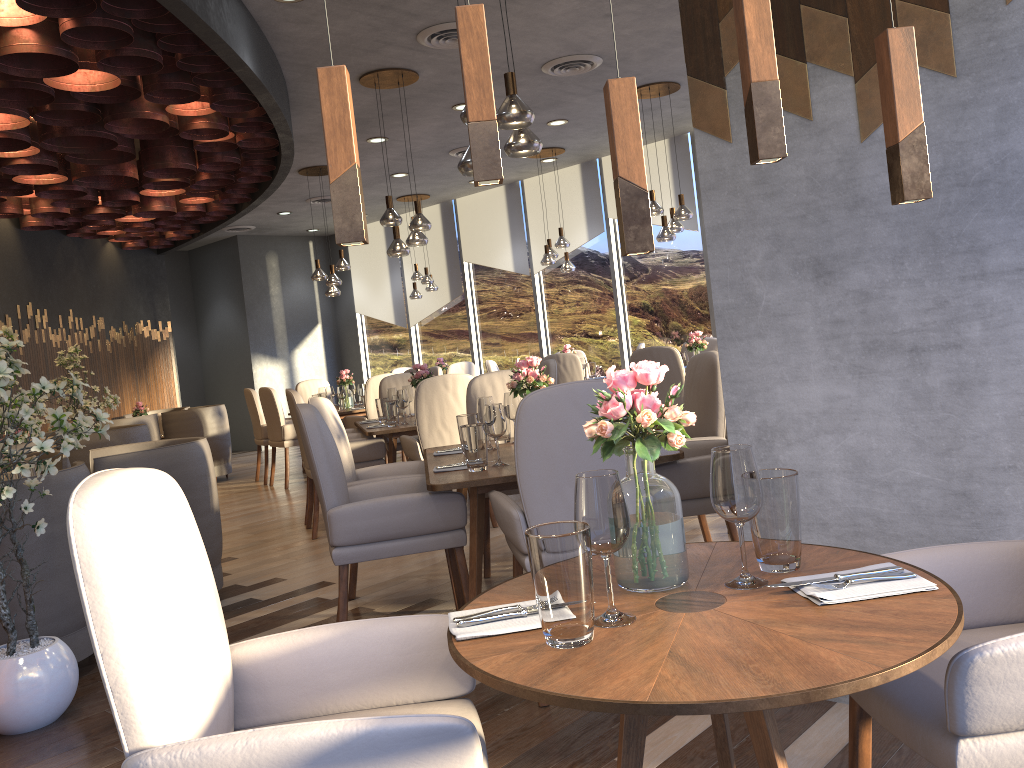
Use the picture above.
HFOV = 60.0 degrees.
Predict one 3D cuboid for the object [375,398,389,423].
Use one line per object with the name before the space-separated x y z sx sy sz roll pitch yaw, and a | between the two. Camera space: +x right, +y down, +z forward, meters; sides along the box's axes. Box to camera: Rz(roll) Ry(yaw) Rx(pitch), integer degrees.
object | -0.968 0.197 6.655 0.102 0.178 0.102 -6 1 3

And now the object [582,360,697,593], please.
object | 0.240 0.164 1.632 0.210 0.415 0.198 -6 1 20

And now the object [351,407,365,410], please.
object | -1.523 0.240 8.945 0.158 0.019 0.255 -8 3 -33

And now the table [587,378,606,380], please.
table | 0.679 0.302 9.750 0.832 0.662 0.835 -5 2 42

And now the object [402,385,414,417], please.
object | -0.807 0.134 6.914 0.092 0.244 0.092 -7 1 -31

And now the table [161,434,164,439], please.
table | -4.054 0.885 9.820 0.834 0.561 0.834 -7 2 -8

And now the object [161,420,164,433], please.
object | -3.874 0.486 9.948 0.102 0.178 0.102 -6 1 -2

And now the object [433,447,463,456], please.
object | -0.241 0.305 4.135 0.255 0.019 0.157 -7 2 -3

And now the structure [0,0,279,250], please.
structure | -3.252 -1.880 6.922 2.758 0.556 9.450 -7 3 -17

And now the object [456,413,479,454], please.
object | -0.191 0.226 3.979 0.102 0.178 0.102 -6 1 33

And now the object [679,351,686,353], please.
object | 1.511 -0.164 7.828 0.092 0.244 0.092 -6 1 29

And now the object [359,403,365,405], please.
object | -1.585 0.211 9.779 0.255 0.019 0.157 -8 3 -31

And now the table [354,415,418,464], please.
table | -0.611 0.585 6.577 0.965 0.665 1.307 -7 2 -14

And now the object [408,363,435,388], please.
object | -0.656 0.050 6.573 0.210 0.415 0.198 -6 1 0

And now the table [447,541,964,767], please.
table | 0.342 0.700 1.516 0.832 0.662 0.835 -5 2 34

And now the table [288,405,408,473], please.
table | -1.697 0.584 9.409 0.966 0.665 1.305 -8 2 -30

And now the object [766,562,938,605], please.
object | 0.560 0.333 1.494 0.255 0.019 0.157 -7 2 -5

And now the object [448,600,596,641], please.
object | 0.017 0.393 1.529 0.255 0.019 0.157 -7 2 -8

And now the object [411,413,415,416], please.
object | -0.731 0.232 7.068 0.157 0.019 0.255 -7 3 -12

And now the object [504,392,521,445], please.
object | 0.011 0.160 4.206 0.092 0.244 0.092 -7 1 -45

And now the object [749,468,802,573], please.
object | 0.488 0.254 1.647 0.102 0.178 0.102 -6 1 2

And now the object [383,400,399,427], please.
object | -0.825 0.205 6.100 0.102 0.178 0.102 -5 1 43

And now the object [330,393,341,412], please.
object | -1.764 0.189 8.902 0.102 0.178 0.102 -6 1 16

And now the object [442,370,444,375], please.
object | -0.913 -0.052 11.533 0.092 0.244 0.092 -6 1 34

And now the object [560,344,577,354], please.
object | 0.625 -0.234 9.748 0.197 0.415 0.210 -6 1 40

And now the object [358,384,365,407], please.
object | -1.534 0.121 9.109 0.092 0.244 0.092 -7 1 -31

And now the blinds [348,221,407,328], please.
blinds | -2.121 -2.115 13.423 1.171 2.680 0.007 -6 1 43

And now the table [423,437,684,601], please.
table | 0.138 0.619 3.853 0.965 0.665 1.307 -7 2 -6

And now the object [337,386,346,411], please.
object | -1.725 0.147 9.002 0.092 0.244 0.092 -7 1 -27

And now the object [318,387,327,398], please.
object | -2.022 0.159 9.492 0.092 0.244 0.092 -6 1 12

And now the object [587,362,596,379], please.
object | 0.889 -0.149 9.857 0.102 0.178 0.102 -6 1 37

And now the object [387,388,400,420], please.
object | -0.901 0.153 6.738 0.092 0.244 0.092 -6 1 35

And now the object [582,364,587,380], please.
object | 0.753 -0.118 9.488 0.102 0.178 0.102 -7 1 -42

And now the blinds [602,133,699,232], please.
blinds | 1.451 -2.955 10.016 1.171 2.680 0.007 -6 1 43

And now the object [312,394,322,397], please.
object | -2.061 0.201 9.392 0.102 0.178 0.102 -7 1 -14

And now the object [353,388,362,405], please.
object | -1.718 0.141 9.888 0.102 0.178 0.102 -7 1 -25

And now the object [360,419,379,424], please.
object | -1.043 0.279 6.800 0.255 0.019 0.157 -7 3 -13

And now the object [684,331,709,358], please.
object | 1.600 -0.252 7.650 0.210 0.415 0.198 -6 1 15

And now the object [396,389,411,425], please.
object | -0.759 0.161 6.183 0.092 0.244 0.092 -6 1 29

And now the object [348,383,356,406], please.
object | -1.763 0.117 9.786 0.092 0.244 0.092 -6 1 34

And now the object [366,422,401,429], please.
object | -0.900 0.287 6.244 0.255 0.019 0.157 -7 3 -13

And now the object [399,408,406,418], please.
object | -0.885 0.173 6.986 0.102 0.178 0.102 -7 1 -5

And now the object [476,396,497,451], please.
object | -0.111 0.181 4.049 0.092 0.244 0.092 -6 1 39

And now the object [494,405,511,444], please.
object | -0.054 0.197 4.292 0.102 0.178 0.102 -6 1 24

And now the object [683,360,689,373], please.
object | 1.494 -0.113 7.466 0.102 0.178 0.102 -7 1 -26

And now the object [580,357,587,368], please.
object | 0.787 -0.169 9.809 0.092 0.244 0.092 -6 1 8

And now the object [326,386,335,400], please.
object | -1.982 0.146 9.688 0.092 0.244 0.092 -7 1 -26

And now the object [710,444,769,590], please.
object | 0.403 0.234 1.575 0.092 0.244 0.092 -7 1 -24

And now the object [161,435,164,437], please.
object | -3.819 0.567 9.789 0.255 0.019 0.157 -6 2 1

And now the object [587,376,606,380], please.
object | 0.916 -0.065 9.692 0.255 0.019 0.157 -6 3 11

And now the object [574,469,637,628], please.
object | 0.153 0.268 1.456 0.092 0.244 0.092 -6 1 34

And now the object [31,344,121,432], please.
object | -4.055 0.423 8.237 0.745 1.616 0.790 -6 1 20

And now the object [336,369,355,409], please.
object | -1.755 0.051 9.388 0.210 0.415 0.197 -7 1 -35

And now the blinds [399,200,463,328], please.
blinds | -1.211 -2.181 12.572 1.171 2.680 0.007 -6 1 43

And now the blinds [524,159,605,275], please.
blinds | 0.559 -2.746 10.867 1.171 2.680 0.007 -6 1 43

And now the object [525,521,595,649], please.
object | 0.080 0.312 1.378 0.102 0.178 0.102 -6 1 28

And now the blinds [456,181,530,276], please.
blinds | -0.349 -2.680 11.716 1.171 2.680 0.007 -6 1 43

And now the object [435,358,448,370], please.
object | -0.928 -0.143 11.691 0.198 0.415 0.210 -7 1 -25

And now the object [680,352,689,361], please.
object | 1.473 -0.149 7.573 0.092 0.244 0.092 -6 1 8
